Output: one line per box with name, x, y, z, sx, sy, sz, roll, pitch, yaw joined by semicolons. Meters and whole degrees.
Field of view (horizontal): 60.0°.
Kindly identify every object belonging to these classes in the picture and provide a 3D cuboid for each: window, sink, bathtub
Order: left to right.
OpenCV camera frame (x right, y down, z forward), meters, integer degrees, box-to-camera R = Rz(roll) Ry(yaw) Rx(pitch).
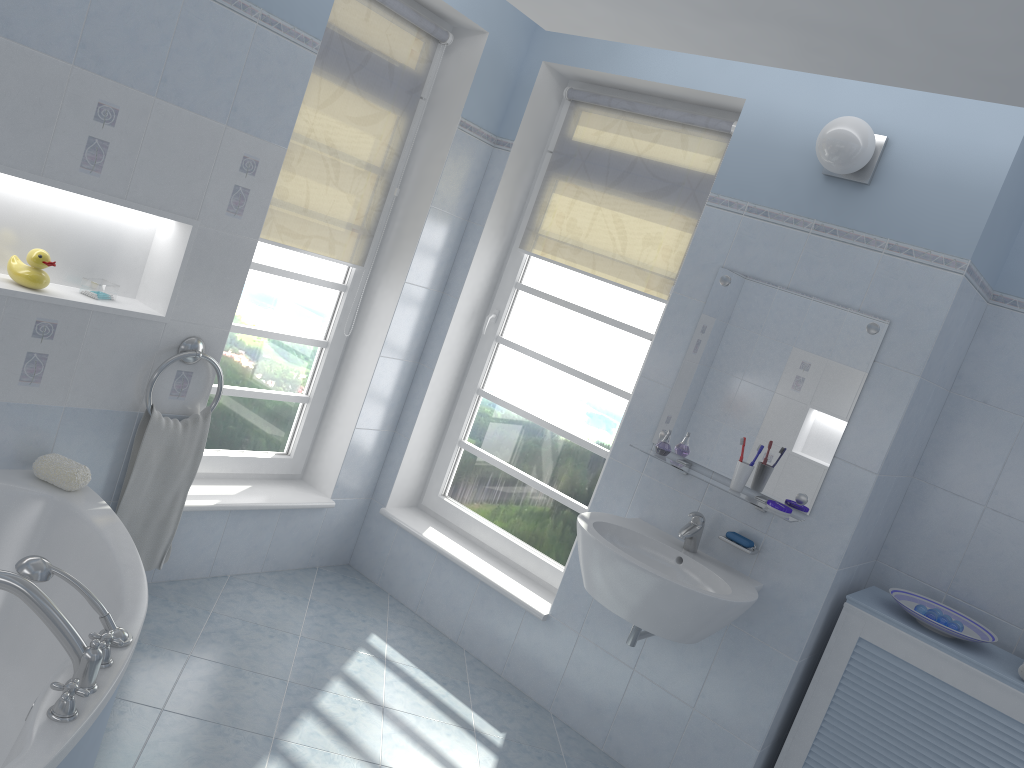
bathtub;-1.375;0.600;1.826;1.578;0.670;1.596;25;9;35
window;-0.814;-0.569;3.539;0.142;2.067;0.758;25;9;35
window;0.259;-0.212;3.773;0.963;2.067;0.142;25;9;35
sink;0.472;0.651;2.935;0.634;0.489;0.533;25;9;35

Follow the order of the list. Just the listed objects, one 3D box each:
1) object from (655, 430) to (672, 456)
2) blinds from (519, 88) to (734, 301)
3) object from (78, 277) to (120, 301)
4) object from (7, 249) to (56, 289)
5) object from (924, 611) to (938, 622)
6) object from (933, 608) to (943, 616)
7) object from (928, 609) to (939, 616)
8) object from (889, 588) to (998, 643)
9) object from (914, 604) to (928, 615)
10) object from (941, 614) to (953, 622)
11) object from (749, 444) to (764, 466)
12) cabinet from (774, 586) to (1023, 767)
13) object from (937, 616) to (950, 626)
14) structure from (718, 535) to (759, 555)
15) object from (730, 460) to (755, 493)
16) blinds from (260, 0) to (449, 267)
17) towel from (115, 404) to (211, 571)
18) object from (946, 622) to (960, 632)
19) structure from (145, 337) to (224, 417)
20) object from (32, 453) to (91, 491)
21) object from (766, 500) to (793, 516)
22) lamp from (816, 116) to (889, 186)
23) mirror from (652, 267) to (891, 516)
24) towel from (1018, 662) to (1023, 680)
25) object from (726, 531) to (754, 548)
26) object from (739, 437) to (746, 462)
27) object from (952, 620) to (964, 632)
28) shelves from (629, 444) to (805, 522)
object;0.546;0.208;3.150;0.059;0.094;0.059;21;8;7
blinds;0.433;-0.794;3.646;0.800;0.732;0.046;25;9;35
object;-1.332;-0.306;2.863;0.072;0.053;0.102;21;8;10
object;-1.434;-0.349;2.649;0.132;0.122;0.095;20;8;0
object;1.360;0.759;2.879;0.042;0.042;0.042;14;10;-37
object;1.416;0.770;2.959;0.042;0.042;0.042;14;10;-37
object;1.386;0.764;2.927;0.042;0.042;0.042;14;10;-37
object;1.397;0.775;2.901;0.344;0.054;0.344;21;8;9
object;1.346;0.747;2.920;0.042;0.042;0.042;14;10;-37
object;1.427;0.780;2.918;0.042;0.042;0.042;14;10;-37
object;0.784;0.277;2.941;0.012;0.175;0.054;16;9;-29
cabinet;1.341;1.282;2.873;0.819;0.921;0.389;25;9;35
object;1.400;0.775;2.884;0.042;0.042;0.042;14;10;-37
structure;0.768;0.543;3.000;0.124;0.034;0.092;25;9;35
object;0.764;0.311;2.960;0.058;0.100;0.058;27;10;42
blinds;-0.616;-0.985;3.440;0.046;1.032;0.598;25;9;35
towel;-1.241;0.368;3.114;0.083;0.635;0.280;25;9;35
object;1.413;0.784;2.844;0.042;0.042;0.042;14;10;-37
structure;-1.129;0.001;3.071;0.051;0.332;0.291;25;9;35
object;-1.399;0.273;2.757;0.165;0.077;0.105;21;8;7
object;0.869;0.403;2.885;0.083;0.020;0.083;12;11;-47
lamp;1.079;-0.763;2.857;0.180;0.180;0.216;25;9;35
mirror;0.860;0.007;3.046;0.620;0.680;0.012;25;9;35
towel;1.686;0.891;2.701;0.226;0.083;0.324;25;9;34
object;0.768;0.525;2.990;0.090;0.027;0.060;26;10;37
object;0.751;0.262;2.947;0.050;0.178;0.012;18;8;-15
object;1.443;0.788;2.877;0.042;0.042;0.042;14;10;-37
shelves;0.689;0.346;3.031;0.620;0.045;0.170;25;9;35
